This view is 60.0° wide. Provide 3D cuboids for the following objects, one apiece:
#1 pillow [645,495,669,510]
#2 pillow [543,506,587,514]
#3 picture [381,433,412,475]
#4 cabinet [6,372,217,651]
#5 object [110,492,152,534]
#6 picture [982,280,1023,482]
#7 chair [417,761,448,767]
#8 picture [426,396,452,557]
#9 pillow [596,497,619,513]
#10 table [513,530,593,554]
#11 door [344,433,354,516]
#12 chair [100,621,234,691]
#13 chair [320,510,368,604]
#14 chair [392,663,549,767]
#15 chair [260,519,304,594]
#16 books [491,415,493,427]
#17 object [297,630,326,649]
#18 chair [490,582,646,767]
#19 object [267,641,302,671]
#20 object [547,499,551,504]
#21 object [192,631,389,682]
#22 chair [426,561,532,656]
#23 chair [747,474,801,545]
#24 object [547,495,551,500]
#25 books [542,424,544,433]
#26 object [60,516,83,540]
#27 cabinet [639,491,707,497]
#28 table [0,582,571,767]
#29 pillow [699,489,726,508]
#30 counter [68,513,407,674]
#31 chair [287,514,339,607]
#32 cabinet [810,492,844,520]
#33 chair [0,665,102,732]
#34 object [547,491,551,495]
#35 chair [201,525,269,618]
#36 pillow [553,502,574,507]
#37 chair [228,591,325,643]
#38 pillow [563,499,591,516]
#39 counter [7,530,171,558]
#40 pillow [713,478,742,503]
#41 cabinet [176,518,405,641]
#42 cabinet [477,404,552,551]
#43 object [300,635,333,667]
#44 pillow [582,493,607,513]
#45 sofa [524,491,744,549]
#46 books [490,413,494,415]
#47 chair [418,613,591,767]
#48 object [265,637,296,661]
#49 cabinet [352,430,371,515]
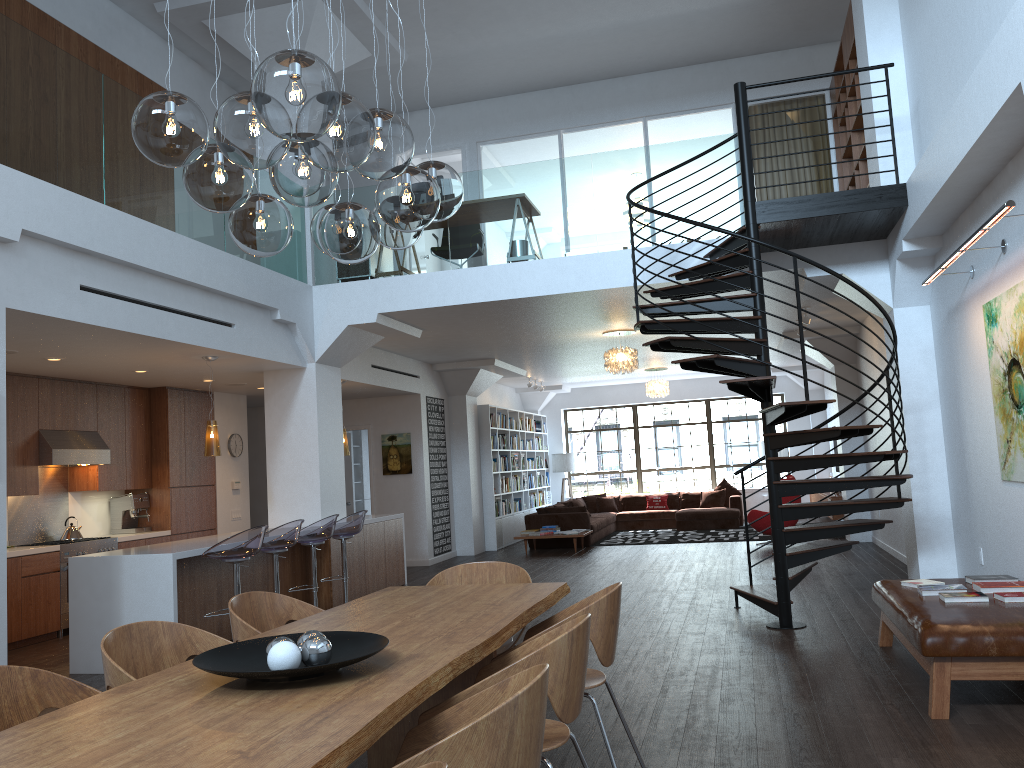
[{"bbox_3d":[2.893,2.366,17.667,0.465,0.308,0.220,-4,-5,10],"label":"pillow"},{"bbox_3d":[0.914,2.204,14.715,0.750,0.364,0.289,-5,-6,13],"label":"pillow"},{"bbox_3d":[-1.699,1.033,13.064,0.450,0.600,0.030,-5,-6,14],"label":"picture"},{"bbox_3d":[-4.606,1.158,8.462,0.598,2.499,5.299,-5,-6,14],"label":"cabinet"},{"bbox_3d":[-4.243,1.453,9.992,0.439,0.455,0.284,-5,-6,14],"label":"object"},{"bbox_3d":[3.147,0.012,5.531,0.010,1.200,1.095,-5,-6,14],"label":"picture"},{"bbox_3d":[-0.383,1.087,1.468,0.618,0.833,0.629,-5,-6,14],"label":"chair"},{"bbox_3d":[-1.109,1.392,13.557,0.021,2.380,0.800,-5,-6,14],"label":"picture"},{"bbox_3d":[1.880,2.420,17.779,0.489,0.337,0.238,-2,-6,-16],"label":"pillow"},{"bbox_3d":[0.668,2.488,13.943,1.100,0.271,0.853,-5,-6,14],"label":"table"},{"bbox_3d":[-2.912,1.824,14.175,0.826,2.032,0.174,-5,-6,14],"label":"door"},{"bbox_3d":[-1.160,1.301,3.246,0.618,0.833,0.629,-5,-6,14],"label":"chair"},{"bbox_3d":[-1.617,1.736,8.548,0.481,1.014,0.530,-5,-6,16],"label":"chair"},{"bbox_3d":[-0.175,1.146,2.218,0.618,0.833,0.629,-5,-6,14],"label":"chair"},{"bbox_3d":[-1.950,1.640,7.329,0.481,1.014,0.530,-5,-6,12],"label":"chair"},{"bbox_3d":[-0.407,0.636,15.059,0.161,0.218,0.101,-5,-6,14],"label":"books"},{"bbox_3d":[-0.633,0.832,2.813,0.100,0.100,0.100,0,-6,-31],"label":"object"},{"bbox_3d":[0.195,1.263,3.699,0.617,0.830,0.629,-5,-6,14],"label":"chair"},{"bbox_3d":[-0.683,0.823,2.661,0.100,0.100,0.100,0,-6,-31],"label":"object"},{"bbox_3d":[0.638,2.503,18.778,0.331,0.088,0.410,-5,-6,14],"label":"object"},{"bbox_3d":[-0.678,0.857,2.753,0.592,0.066,0.592,0,-6,-28],"label":"object"},{"bbox_3d":[-0.176,1.369,4.572,0.629,0.833,0.618,-4,-5,9],"label":"chair"},{"bbox_3d":[3.894,1.856,13.161,0.801,1.006,0.798,-8,-7,39],"label":"chair"},{"bbox_3d":[0.633,2.415,18.786,0.331,0.088,0.410,-5,-6,14],"label":"object"},{"bbox_3d":[0.599,0.960,18.914,0.134,0.184,0.030,-5,-6,14],"label":"books"},{"bbox_3d":[-4.537,1.481,9.137,0.222,0.235,0.222,-2,-5,-11],"label":"object"},{"bbox_3d":[3.423,2.575,18.441,1.520,0.625,0.350,-5,-6,14],"label":"cabinet"},{"bbox_3d":[-0.654,1.262,2.710,1.012,0.750,3.803,-5,-6,14],"label":"table"},{"bbox_3d":[3.907,2.235,17.291,0.542,0.362,0.248,-7,-7,35],"label":"pillow"},{"bbox_3d":[-1.840,1.680,6.976,3.039,0.860,8.182,-2,-6,-15],"label":"counter"},{"bbox_3d":[-1.774,1.687,7.940,0.481,1.014,0.530,-5,-6,12],"label":"chair"},{"bbox_3d":[5.587,2.024,15.442,0.459,0.350,4.501,-5,-6,14],"label":"cabinet"},{"bbox_3d":[-1.351,1.242,2.509,0.618,0.833,0.629,-5,-6,14],"label":"chair"},{"bbox_3d":[0.620,2.328,18.796,0.316,0.088,0.410,-5,-6,14],"label":"object"},{"bbox_3d":[-2.081,1.589,6.712,0.481,1.014,0.530,-5,-6,16],"label":"chair"},{"bbox_3d":[0.941,2.186,14.985,0.269,0.411,0.559,0,-6,-30],"label":"pillow"},{"bbox_3d":[-0.948,1.359,3.995,0.618,0.833,0.629,-5,-6,12],"label":"chair"},{"bbox_3d":[1.196,2.326,16.387,0.325,0.391,0.625,-7,-6,30],"label":"pillow"},{"bbox_3d":[-4.696,1.535,7.982,0.600,0.050,4.387,-5,-6,14],"label":"counter"},{"bbox_3d":[4.143,2.150,17.407,0.651,0.587,0.335,-3,-5,-7],"label":"pillow"},{"bbox_3d":[-2.315,1.900,8.765,0.898,0.796,4.493,-5,-6,14],"label":"cabinet"},{"bbox_3d":[0.024,1.729,16.909,0.461,2.414,4.500,-5,-6,14],"label":"cabinet"},{"bbox_3d":[-0.599,0.821,2.717,0.100,0.100,0.100,0,-6,-31],"label":"object"},{"bbox_3d":[1.719,2.424,17.921,0.580,0.418,0.334,-2,-6,-13],"label":"pillow"},{"bbox_3d":[2.399,2.396,16.129,3.481,0.664,4.197,-5,-6,14],"label":"sofa"},{"bbox_3d":[-0.397,0.627,15.124,0.159,0.248,0.089,-5,-6,14],"label":"books"},{"bbox_3d":[-0.003,1.206,2.960,0.618,0.833,0.629,-5,-6,16],"label":"chair"},{"bbox_3d":[-0.716,0.837,2.757,0.100,0.100,0.100,0,-6,-31],"label":"object"},{"bbox_3d":[-2.995,1.426,14.903,0.527,2.991,2.630,-5,-6,14],"label":"cabinet"}]
